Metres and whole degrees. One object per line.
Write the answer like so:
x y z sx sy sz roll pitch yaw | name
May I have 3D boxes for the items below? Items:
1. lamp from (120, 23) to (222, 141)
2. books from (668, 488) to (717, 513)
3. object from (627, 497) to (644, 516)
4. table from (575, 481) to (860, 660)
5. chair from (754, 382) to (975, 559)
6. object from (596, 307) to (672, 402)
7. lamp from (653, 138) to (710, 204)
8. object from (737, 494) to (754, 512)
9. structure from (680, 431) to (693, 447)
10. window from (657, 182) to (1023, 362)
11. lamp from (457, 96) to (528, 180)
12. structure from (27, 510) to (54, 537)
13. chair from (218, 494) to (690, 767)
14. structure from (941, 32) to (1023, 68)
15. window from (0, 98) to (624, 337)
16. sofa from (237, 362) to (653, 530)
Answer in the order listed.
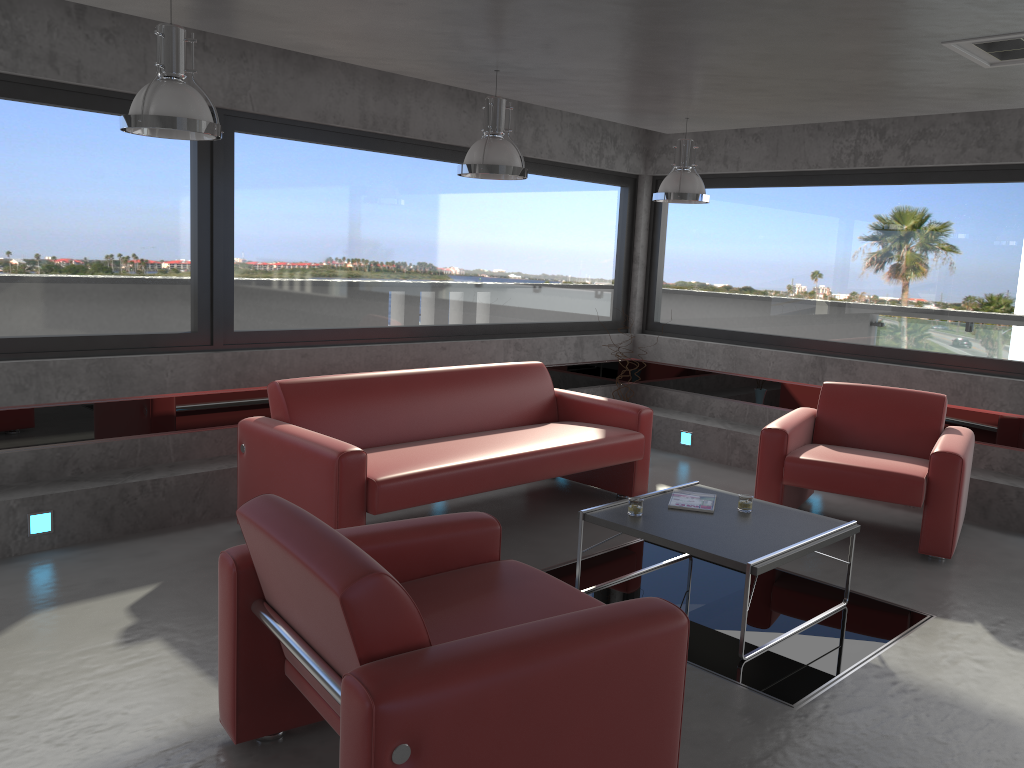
-1.376 -1.226 3.584 0.388 0.422 0.389 -5 12 -45 | lamp
0.951 0.611 4.660 0.228 0.022 0.326 5 9 15 | books
0.611 0.606 4.385 0.079 0.077 0.079 7 9 28 | object
1.016 0.868 4.420 1.018 0.436 0.994 -5 12 -45 | table
2.305 0.483 5.770 1.196 0.854 1.130 8 10 30 | chair
0.928 0.004 7.331 0.466 1.289 0.531 -2 10 -32 | object
1.180 -1.470 6.107 0.388 0.422 0.389 8 10 34 | lamp
1.197 0.611 4.549 0.079 0.077 0.079 -3 10 -37 | object
1.516 0.475 7.728 0.004 0.123 0.123 -5 12 -45 | structure
2.985 -0.928 6.930 0.003 1.364 4.583 -5 12 -45 | window
-0.098 -1.348 4.846 0.388 0.422 0.389 -5 12 -45 | lamp
-2.469 0.730 4.646 0.123 0.123 0.004 -5 12 -45 | structure
-0.200 0.793 2.812 1.130 0.854 1.196 -3 10 -35 | chair
2.225 -1.542 3.751 0.563 0.240 0.563 -5 12 -45 | structure
-1.716 -0.986 5.741 7.800 1.364 0.003 -5 12 -45 | window
-0.274 0.379 5.610 2.626 0.854 1.120 -5 12 -45 | sofa
